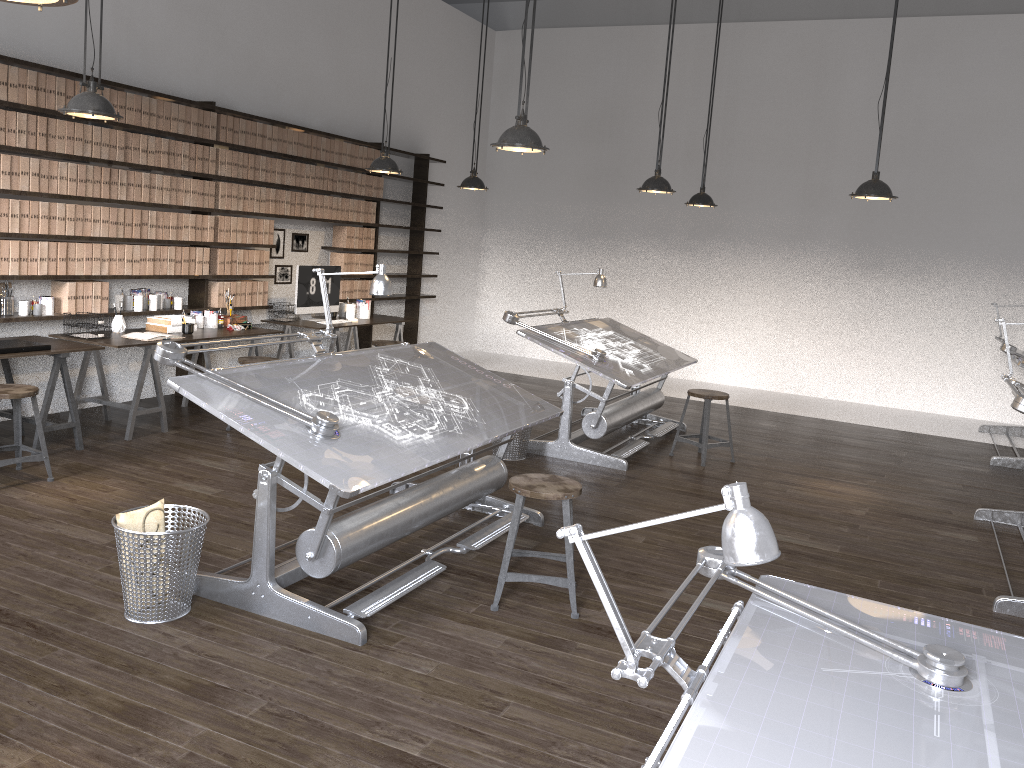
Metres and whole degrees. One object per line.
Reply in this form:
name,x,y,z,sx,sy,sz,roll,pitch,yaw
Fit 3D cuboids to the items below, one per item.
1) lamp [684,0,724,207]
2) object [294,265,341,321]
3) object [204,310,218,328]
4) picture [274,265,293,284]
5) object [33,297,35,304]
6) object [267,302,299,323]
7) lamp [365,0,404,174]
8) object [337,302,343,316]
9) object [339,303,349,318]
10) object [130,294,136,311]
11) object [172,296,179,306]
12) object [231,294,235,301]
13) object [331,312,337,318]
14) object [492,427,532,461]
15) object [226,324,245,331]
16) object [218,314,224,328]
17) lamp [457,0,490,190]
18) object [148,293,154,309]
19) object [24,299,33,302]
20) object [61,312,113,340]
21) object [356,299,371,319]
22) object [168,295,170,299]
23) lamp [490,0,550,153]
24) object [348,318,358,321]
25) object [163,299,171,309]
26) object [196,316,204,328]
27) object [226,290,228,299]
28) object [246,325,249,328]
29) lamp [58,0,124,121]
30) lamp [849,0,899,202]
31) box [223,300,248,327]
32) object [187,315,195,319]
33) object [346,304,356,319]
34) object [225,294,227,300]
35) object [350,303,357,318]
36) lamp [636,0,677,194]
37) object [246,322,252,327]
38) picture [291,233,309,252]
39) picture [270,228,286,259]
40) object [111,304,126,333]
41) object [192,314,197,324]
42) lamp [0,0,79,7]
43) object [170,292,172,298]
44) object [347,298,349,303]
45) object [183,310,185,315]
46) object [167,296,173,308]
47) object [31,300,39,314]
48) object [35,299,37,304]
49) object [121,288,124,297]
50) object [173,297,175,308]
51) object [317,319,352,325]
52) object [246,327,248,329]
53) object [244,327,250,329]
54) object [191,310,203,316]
lamp,1.876,-2.796,8.260,0.313,2.240,0.312,5,6,4
object,-1.855,-0.860,8.350,0.205,0.515,0.645,7,8,24
object,-2.430,-0.525,7.152,0.104,0.141,0.105,9,8,32
picture,-2.208,-1.056,8.541,0.023,0.182,0.252,7,9,24
object,-3.217,-0.526,5.967,0.004,0.126,0.028,7,7,22
object,-2.074,-0.654,8.069,0.204,0.160,0.285,7,9,16
lamp,-0.945,-2.823,7.038,0.311,2.240,0.314,-1,8,-41
object,-1.746,-0.751,8.908,0.095,0.144,0.095,11,9,41
object,-1.677,-0.733,8.834,0.096,0.142,0.097,11,9,41
object,-2.887,-0.618,6.738,0.044,0.127,0.045,7,7,24
object,-2.735,-0.666,7.181,0.062,0.095,0.062,0,8,-33
object,-2.333,-0.658,7.323,0.071,0.185,0.008,2,7,-23
object,-1.773,-0.726,8.751,0.092,0.141,0.097,5,7,4
object,-0.006,0.341,6.362,0.353,0.376,0.355,-3,10,-44
object,-2.227,-0.464,7.155,0.132,0.050,0.198,4,9,-5
object,-2.368,-0.513,7.197,0.049,0.111,0.050,8,8,28
lamp,-0.292,-2.997,8.445,0.311,2.240,0.314,-1,8,-41
object,-2.828,-0.645,6.934,0.045,0.127,0.044,10,9,42
object,-3.300,-0.570,6.056,0.061,0.016,0.061,1,9,-19
object,-2.907,-0.398,6.061,0.285,0.160,0.204,8,9,24
object,-1.495,-0.751,8.906,0.145,0.195,0.145,4,7,-3
object,-2.738,-0.657,7.042,0.035,0.104,0.004,7,7,23
lamp,0.128,-2.331,4.497,0.311,2.240,0.314,-2,9,-45
object,-1.533,-0.621,8.545,0.106,0.028,0.059,8,9,21
object,-2.750,-0.638,7.061,0.054,0.081,0.054,6,7,14
object,-2.490,-0.496,7.060,0.062,0.094,0.062,3,7,-16
object,-2.342,-0.668,7.306,0.007,0.213,0.055,8,7,31
object,-2.174,-0.463,7.252,0.011,0.017,0.173,4,9,-7
lamp,-2.116,-2.512,4.517,0.313,2.240,0.312,5,6,4
lamp,2.507,-2.348,5.815,0.311,2.253,0.314,-1,8,-41
box,-2.317,-0.587,7.352,0.138,0.206,0.212,8,8,24
object,-2.552,-0.495,7.028,0.062,0.093,0.063,1,8,-25
object,-1.594,-0.717,8.766,0.094,0.144,0.095,-1,9,-39
object,-2.352,-0.660,7.319,0.053,0.181,0.006,2,7,-23
object,-1.592,-0.732,8.861,0.068,0.154,0.068,5,7,1
lamp,1.223,-2.622,6.854,0.311,2.240,0.314,-1,8,-41
object,-2.201,-0.499,7.410,0.049,0.037,0.049,9,9,28
picture,-2.088,-1.391,8.712,0.023,0.182,0.252,7,9,24
picture,-2.232,-1.333,8.412,0.022,0.283,0.202,7,8,23
object,-2.861,-0.480,6.445,0.101,0.208,0.102,2,7,-21
object,-2.546,-0.504,7.085,0.044,0.100,0.045,8,7,24
lamp,-1.076,-2.011,1.904,0.313,2.240,0.312,5,6,4
object,-2.725,-0.665,7.053,0.030,0.134,0.004,7,7,20
object,-1.641,-0.779,8.937,0.055,0.179,0.007,5,6,6
object,-2.614,-0.527,7.068,0.004,0.133,0.030,8,7,29
object,-2.752,-0.658,7.121,0.045,0.102,0.044,6,7,16
object,-3.249,-0.522,6.031,0.044,0.100,0.045,8,7,27
object,-3.200,-0.520,5.968,0.004,0.102,0.035,7,7,20
object,-2.951,-0.645,6.724,0.009,0.168,0.041,8,7,27
object,-2.694,-0.654,7.125,0.063,0.094,0.063,0,8,-33
object,-1.652,-0.577,8.258,0.119,0.017,0.441,8,10,19
object,-2.173,-0.458,7.265,0.005,0.005,0.159,3,9,-10
object,-2.171,-0.459,7.245,0.006,0.006,0.157,-3,12,-45
object,-2.547,-0.528,7.153,0.094,0.127,0.095,7,8,20
